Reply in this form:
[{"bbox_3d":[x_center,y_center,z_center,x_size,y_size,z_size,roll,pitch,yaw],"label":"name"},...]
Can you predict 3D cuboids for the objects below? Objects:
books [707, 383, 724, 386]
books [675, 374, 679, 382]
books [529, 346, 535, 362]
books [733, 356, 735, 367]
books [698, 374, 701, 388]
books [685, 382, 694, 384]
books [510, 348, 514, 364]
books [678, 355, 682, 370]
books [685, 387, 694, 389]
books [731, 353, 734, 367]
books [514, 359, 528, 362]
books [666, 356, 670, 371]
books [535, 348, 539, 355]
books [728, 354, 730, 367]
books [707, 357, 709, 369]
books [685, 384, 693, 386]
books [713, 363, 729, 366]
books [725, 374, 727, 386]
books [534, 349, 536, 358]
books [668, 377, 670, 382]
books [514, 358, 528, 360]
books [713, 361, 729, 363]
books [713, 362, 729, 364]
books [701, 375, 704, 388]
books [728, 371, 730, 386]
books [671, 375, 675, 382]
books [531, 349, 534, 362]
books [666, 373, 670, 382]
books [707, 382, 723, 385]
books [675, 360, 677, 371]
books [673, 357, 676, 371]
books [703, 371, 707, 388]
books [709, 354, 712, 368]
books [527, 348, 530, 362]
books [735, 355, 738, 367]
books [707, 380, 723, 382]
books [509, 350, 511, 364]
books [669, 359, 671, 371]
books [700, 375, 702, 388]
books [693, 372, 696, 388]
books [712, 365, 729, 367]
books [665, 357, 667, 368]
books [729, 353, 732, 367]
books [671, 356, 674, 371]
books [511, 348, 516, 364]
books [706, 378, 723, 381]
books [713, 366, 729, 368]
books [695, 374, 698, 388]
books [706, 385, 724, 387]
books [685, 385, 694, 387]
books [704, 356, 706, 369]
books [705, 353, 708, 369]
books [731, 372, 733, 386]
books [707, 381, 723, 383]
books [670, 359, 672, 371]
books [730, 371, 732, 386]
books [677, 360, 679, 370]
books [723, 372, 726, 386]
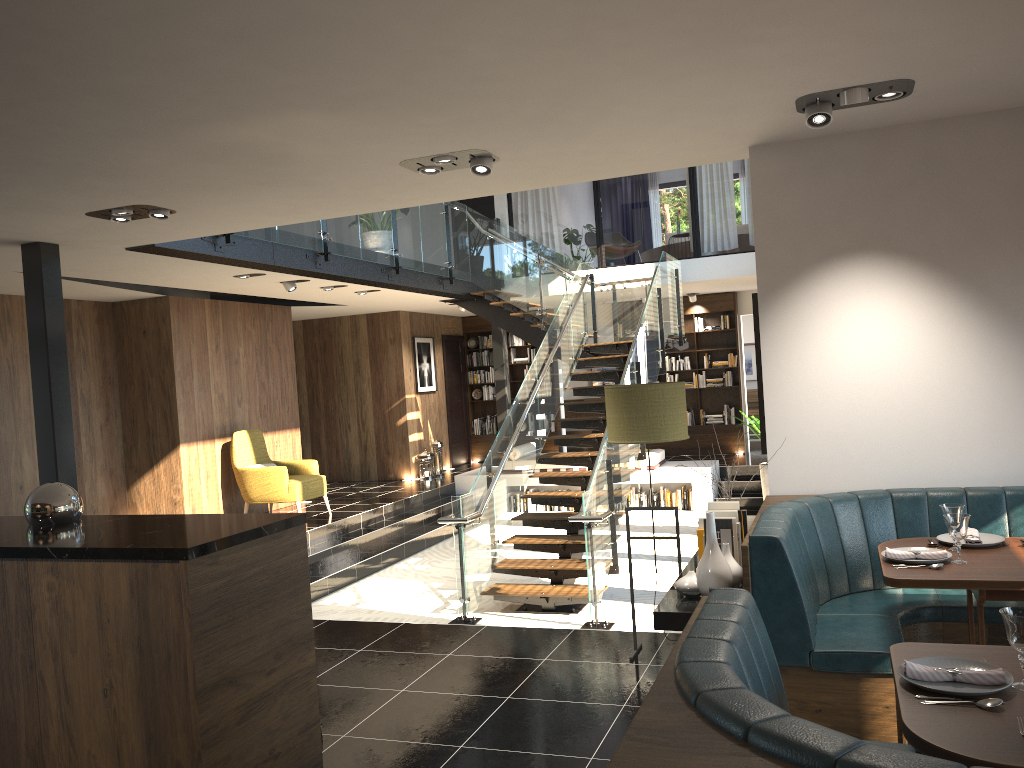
[{"bbox_3d":[3.414,0.011,14.892,0.274,0.022,0.156,-4,0,17],"label":"books"},{"bbox_3d":[2.808,-0.043,15.113,0.067,0.261,0.159,-3,1,20],"label":"books"},{"bbox_3d":[0.361,-0.537,16.013,0.049,0.286,0.259,-3,1,20],"label":"books"},{"bbox_3d":[3.706,-0.381,14.780,0.023,0.189,0.197,-3,1,20],"label":"books"},{"bbox_3d":[3.178,-0.054,14.984,0.025,0.232,0.156,-3,1,20],"label":"books"},{"bbox_3d":[2.947,-0.009,15.063,0.274,0.025,0.156,-4,1,24],"label":"books"},{"bbox_3d":[0.013,-0.512,16.159,0.027,0.279,0.166,-3,1,20],"label":"books"},{"bbox_3d":[2.865,-0.367,15.079,0.032,0.265,0.149,-3,1,20],"label":"books"},{"bbox_3d":[2.952,0.065,15.065,0.274,0.025,0.156,-4,1,17],"label":"books"},{"bbox_3d":[3.693,-0.398,14.814,0.023,0.225,0.146,-3,1,20],"label":"books"},{"bbox_3d":[0.193,-0.432,16.113,0.266,0.030,0.209,-4,1,21],"label":"books"},{"bbox_3d":[2.672,-0.351,15.142,0.028,0.258,0.208,-3,1,20],"label":"books"},{"bbox_3d":[0.470,-0.527,15.978,0.035,0.251,0.196,-3,1,20],"label":"books"},{"bbox_3d":[3.641,-0.392,14.825,0.026,0.219,0.156,-3,1,20],"label":"books"},{"bbox_3d":[3.309,-0.359,14.934,0.026,0.196,0.147,-3,1,20],"label":"books"},{"bbox_3d":[2.947,0.016,15.059,0.261,0.024,0.167,-4,1,17],"label":"books"},{"bbox_3d":[3.507,-0.327,14.884,0.259,0.020,0.167,-4,1,19],"label":"books"},{"bbox_3d":[3.587,-0.070,14.818,0.025,0.212,0.167,-3,1,20],"label":"books"},{"bbox_3d":[0.438,-0.518,16.006,0.047,0.238,0.225,-3,1,20],"label":"books"},{"bbox_3d":[2.692,-0.014,15.116,0.023,0.218,0.195,-3,1,20],"label":"books"},{"bbox_3d":[0.195,-0.458,16.121,0.264,0.021,0.189,-4,0,18],"label":"books"},{"bbox_3d":[3.509,-0.367,14.895,0.246,0.021,0.148,-4,1,20],"label":"books"},{"bbox_3d":[3.505,-0.346,14.881,0.260,0.020,0.167,-4,0,18],"label":"books"},{"bbox_3d":[3.219,-0.045,14.936,0.026,0.210,0.184,-3,1,20],"label":"books"},{"bbox_3d":[3.627,-0.091,14.788,0.026,0.251,0.178,-3,1,20],"label":"books"},{"bbox_3d":[2.749,-0.031,15.101,0.036,0.244,0.194,-3,1,20],"label":"books"},{"bbox_3d":[0.398,-0.514,16.002,0.025,0.235,0.231,-3,1,20],"label":"books"},{"bbox_3d":[2.677,-0.047,15.158,0.030,0.284,0.176,-3,1,20],"label":"books"},{"bbox_3d":[3.416,-0.012,14.901,0.247,0.022,0.148,-4,1,21],"label":"books"},{"bbox_3d":[2.801,-0.318,15.112,0.021,0.176,0.161,-3,1,20],"label":"books"},{"bbox_3d":[2.769,-0.344,15.100,0.028,0.231,0.167,-3,1,20],"label":"books"},{"bbox_3d":[3.247,-0.081,14.935,0.031,0.277,0.168,-3,1,20],"label":"books"},{"bbox_3d":[3.342,-0.385,14.954,0.025,0.243,0.119,-3,1,20],"label":"books"},{"bbox_3d":[0.334,-0.525,16.041,0.023,0.264,0.218,-3,1,20],"label":"books"},{"bbox_3d":[3.741,-0.386,14.768,0.051,0.194,0.192,-3,1,20],"label":"books"},{"bbox_3d":[3.408,-0.054,14.888,0.260,0.021,0.167,-4,0,18],"label":"books"},{"bbox_3d":[-0.002,-0.493,16.193,0.028,0.242,0.194,-3,1,20],"label":"books"},{"bbox_3d":[2.707,-0.325,15.154,0.026,0.201,0.146,-3,1,20],"label":"books"},{"bbox_3d":[3.200,-0.046,14.963,0.029,0.214,0.149,-3,1,20],"label":"books"},{"bbox_3d":[3.097,-0.063,15.007,0.026,0.263,0.156,-3,1,20],"label":"books"},{"bbox_3d":[3.510,-0.306,14.889,0.272,0.021,0.156,-4,1,19],"label":"books"},{"bbox_3d":[2.650,-0.340,15.158,0.027,0.239,0.153,-3,1,20],"label":"books"},{"bbox_3d":[3.663,-0.403,14.807,0.028,0.240,0.187,-3,1,20],"label":"books"},{"bbox_3d":[2.745,-0.349,15.121,0.030,0.244,0.142,-3,1,20],"label":"books"},{"bbox_3d":[0.036,-0.513,16.156,0.016,0.278,0.209,-3,1,20],"label":"books"},{"bbox_3d":[3.409,-0.076,14.894,0.272,0.022,0.156,-4,1,19],"label":"books"},{"bbox_3d":[3.511,-0.285,14.888,0.266,0.021,0.156,-4,1,18],"label":"books"},{"bbox_3d":[3.131,-0.049,15.006,0.037,0.232,0.231,-3,1,20],"label":"books"},{"bbox_3d":[3.411,0.035,14.882,0.288,0.026,0.175,-4,1,25],"label":"books"},{"bbox_3d":[2.949,0.040,15.062,0.275,0.025,0.156,-4,1,16],"label":"books"},{"bbox_3d":[3.270,-0.368,14.969,0.024,0.219,0.174,-3,1,20],"label":"books"},{"bbox_3d":[3.290,-0.390,14.958,0.023,0.261,0.146,-3,1,20],"label":"books"},{"bbox_3d":[3.680,-0.082,14.811,0.012,0.224,0.097,-3,1,20],"label":"books"},{"bbox_3d":[3.410,-0.033,14.890,0.268,0.022,0.156,-4,0,16],"label":"books"},{"bbox_3d":[2.727,-0.329,15.143,0.021,0.206,0.147,-3,1,20],"label":"books"},{"bbox_3d":[3.658,-0.092,14.801,0.022,0.247,0.132,-3,1,20],"label":"books"},{"bbox_3d":[2.834,-0.318,15.103,0.047,0.171,0.167,-3,1,20],"label":"books"},{"bbox_3d":[3.557,-0.084,14.817,0.030,0.244,0.176,-3,1,20],"label":"books"}]
